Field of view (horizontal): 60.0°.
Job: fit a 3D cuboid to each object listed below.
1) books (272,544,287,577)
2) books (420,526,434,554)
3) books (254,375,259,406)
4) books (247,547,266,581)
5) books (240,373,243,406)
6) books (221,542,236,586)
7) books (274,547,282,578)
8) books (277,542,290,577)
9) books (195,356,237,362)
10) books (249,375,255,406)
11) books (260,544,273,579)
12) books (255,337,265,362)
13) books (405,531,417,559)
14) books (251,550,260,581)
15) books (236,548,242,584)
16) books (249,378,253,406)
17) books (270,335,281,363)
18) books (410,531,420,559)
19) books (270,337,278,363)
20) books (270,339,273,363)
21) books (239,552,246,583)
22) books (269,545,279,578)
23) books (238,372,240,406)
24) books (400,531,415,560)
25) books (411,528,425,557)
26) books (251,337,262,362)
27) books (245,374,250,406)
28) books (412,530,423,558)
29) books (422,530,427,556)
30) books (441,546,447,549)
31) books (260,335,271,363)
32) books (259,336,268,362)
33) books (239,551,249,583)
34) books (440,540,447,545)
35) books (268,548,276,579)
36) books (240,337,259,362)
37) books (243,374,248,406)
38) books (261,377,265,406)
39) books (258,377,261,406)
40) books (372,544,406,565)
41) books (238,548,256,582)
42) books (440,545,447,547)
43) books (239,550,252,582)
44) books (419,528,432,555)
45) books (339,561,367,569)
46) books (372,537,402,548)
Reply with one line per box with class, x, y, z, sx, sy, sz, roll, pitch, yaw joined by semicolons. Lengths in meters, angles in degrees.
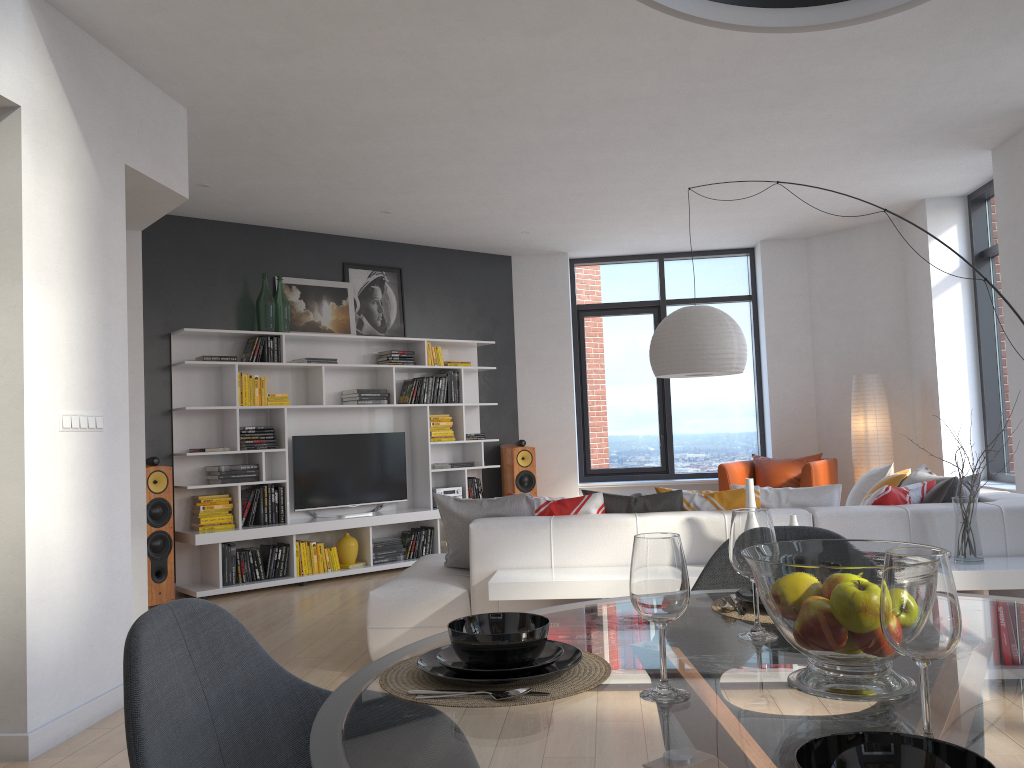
books;-1.892;1.425;7.155;0.084;0.249;0.191;0;-4;-39
books;-0.784;1.425;8.044;0.066;0.260;0.197;0;-4;-39
books;-2.112;0.061;7.210;0.035;0.250;0.185;0;-4;-39
books;-2.031;1.423;7.022;0.083;0.249;0.191;0;-4;-39
books;-2.214;0.051;7.125;0.025;0.270;0.213;0;-4;-39
books;-2.245;1.392;6.872;0.128;0.321;0.259;0;-4;-39
books;-1.914;1.427;7.122;0.071;0.243;0.179;0;-4;-40
books;-1.867;1.420;7.177;0.066;0.260;0.197;0;-4;-39
books;-2.342;-0.189;7.019;0.268;0.046;0.208;0;-4;-36
books;-2.135;0.061;7.194;0.019;0.251;0.180;0;-4;-39
books;-1.981;1.420;7.089;0.066;0.260;0.197;0;-4;-39
books;-2.085;-0.270;7.246;0.074;0.212;0.154;0;-4;-40
books;-0.929;1.438;7.926;0.096;0.234;0.187;0;-4;-39
books;-2.055;1.427;6.997;0.066;0.242;0.177;0;-4;-39
books;-2.172;1.414;6.923;0.053;0.268;0.202;0;-4;-39
books;-2.139;0.072;7.166;0.024;0.229;0.156;0;-4;-39
books;-1.962;-0.279;7.340;0.019;0.230;0.174;0;-4;-39
books;-0.896;1.437;7.936;0.081;0.233;0.169;0;-4;-40
books;-1.988;-0.271;7.328;0.038;0.218;0.169;0;-4;-39
books;-2.010;-0.263;7.308;0.021;0.200;0.147;0;-4;-39
books;-2.144;1.430;6.940;0.053;0.240;0.189;0;-4;-39
books;-1.943;1.423;7.116;0.075;0.254;0.192;0;-4;-40
books;-2.229;0.050;7.102;0.029;0.270;0.204;0;-4;-39
books;-0.952;1.437;7.902;0.104;0.234;0.182;0;-4;-39
books;-0.860;1.428;7.983;0.075;0.254;0.192;0;-4;-40
books;-2.115;-0.268;7.238;0.087;0.214;0.171;0;-4;-39
books;-2.167;0.056;7.172;0.015;0.263;0.199;0;-4;-39
books;-0.861;1.433;7.948;0.069;0.242;0.172;0;-4;-38
books;-0.835;1.434;7.995;0.068;0.243;0.179;0;-4;-40
books;-0.556;1.500;8.188;0.169;0.018;0.113;0;-4;-38
books;-2.033;-0.277;7.297;0.025;0.232;0.176;0;-4;-39
books;-2.048;-0.272;7.277;0.021;0.221;0.156;0;-4;-39
books;-2.121;1.430;6.949;0.049;0.236;0.170;0;-4;-39
books;-0.573;1.466;8.213;0.186;0.026;0.138;0;-4;-39
books;-1.946;1.428;7.080;0.069;0.242;0.172;0;-4;-38
books;-2.136;-0.270;7.213;0.096;0.213;0.166;0;-4;-41
books;-2.189;0.058;7.151;0.044;0.255;0.198;0;-4;-39
books;-2.069;0.069;7.242;0.024;0.234;0.172;0;-4;-39
books;-2.091;0.067;7.230;0.023;0.239;0.169;0;-4;-39
books;-1.146;1.485;7.779;0.343;0.137;0.277;1;-5;-44
books;-2.084;1.422;6.985;0.066;0.255;0.193;0;-4;-40
books;-0.562;1.486;8.205;0.187;0.014;0.134;0;-4;-39
books;-2.099;1.426;6.958;0.050;0.242;0.169;0;-4;-40
books;-0.809;1.430;8.022;0.084;0.249;0.191;0;-4;-39
books;-1.404;1.537;7.545;0.270;0.029;0.204;-5;-4;36
books;-1.168;1.394;7.797;0.310;0.047;0.250;1;-4;-44
